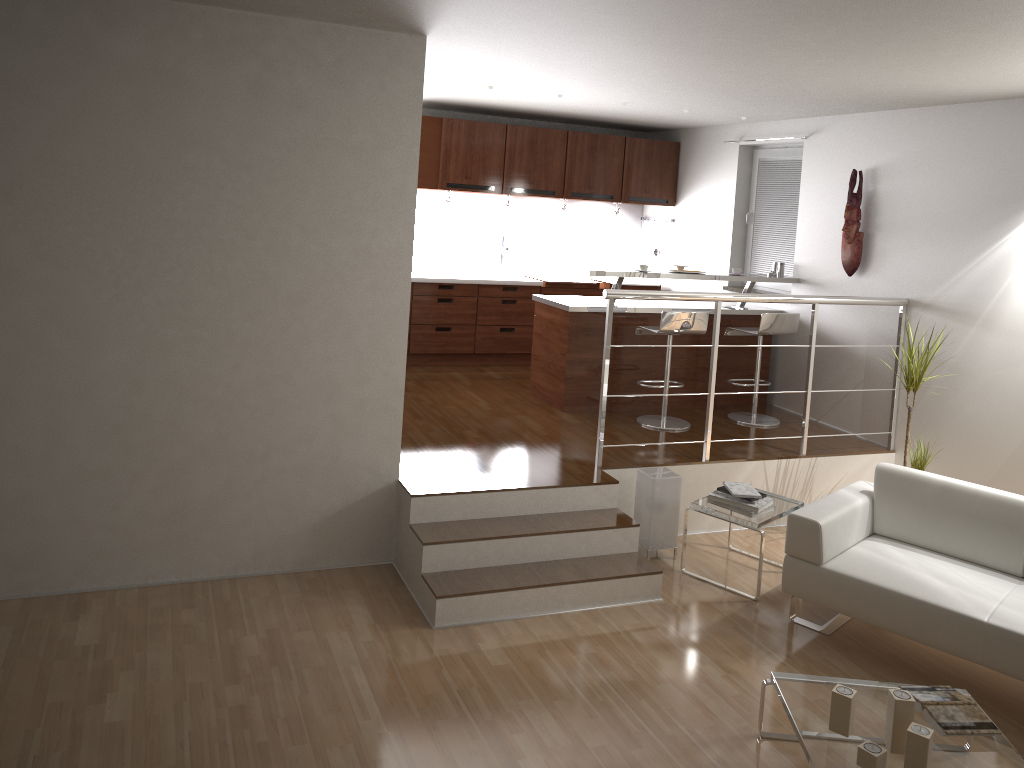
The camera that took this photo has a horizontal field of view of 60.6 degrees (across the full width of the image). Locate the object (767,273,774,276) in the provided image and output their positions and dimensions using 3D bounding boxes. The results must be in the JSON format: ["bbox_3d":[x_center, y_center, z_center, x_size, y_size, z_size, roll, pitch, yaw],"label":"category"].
[{"bbox_3d":[2.089,-0.885,7.076,0.050,0.019,0.052,0,11,-20],"label":"object"}]

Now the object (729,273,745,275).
[{"bbox_3d":[1.752,-0.860,6.869,0.130,0.008,0.142,-7,16,-42],"label":"object"}]

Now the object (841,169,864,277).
[{"bbox_3d":[2.496,-1.174,6.395,0.152,0.781,0.151,5,3,22],"label":"object"}]

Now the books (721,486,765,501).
[{"bbox_3d":[1.254,0.592,4.781,0.152,0.014,0.220,-7,16,-41],"label":"books"}]

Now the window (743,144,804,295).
[{"bbox_3d":[2.278,-1.411,7.479,0.142,1.252,0.857,3,6,-23],"label":"window"}]

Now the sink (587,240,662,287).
[{"bbox_3d":[1.102,-1.162,8.859,0.671,0.572,0.611,1,8,-22],"label":"sink"}]

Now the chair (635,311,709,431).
[{"bbox_3d":[1.126,-0.130,6.291,0.387,0.838,0.432,3,5,-18],"label":"chair"}]

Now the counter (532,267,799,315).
[{"bbox_3d":[1.299,-0.761,7.035,2.099,0.314,0.855,-1,12,-22],"label":"counter"}]

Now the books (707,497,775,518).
[{"bbox_3d":[1.250,0.653,4.784,0.228,0.027,0.292,-7,16,-42],"label":"books"}]

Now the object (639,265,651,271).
[{"bbox_3d":[0.985,-0.861,6.514,0.079,0.045,0.068,8,10,21],"label":"object"}]

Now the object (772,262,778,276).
[{"bbox_3d":[2.142,-0.935,7.115,0.052,0.108,0.053,0,6,-39],"label":"object"}]

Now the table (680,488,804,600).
[{"bbox_3d":[1.296,0.854,4.866,0.470,0.395,0.553,11,11,42],"label":"table"}]

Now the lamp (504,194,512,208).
[{"bbox_3d":[-0.042,-1.702,8.157,0.080,0.123,0.081,6,6,17],"label":"lamp"}]

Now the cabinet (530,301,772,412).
[{"bbox_3d":[1.133,-0.246,7.085,1.845,0.742,0.644,0,8,-22],"label":"cabinet"}]

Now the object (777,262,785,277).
[{"bbox_3d":[2.170,-0.923,7.063,0.052,0.110,0.053,0,6,-39],"label":"object"}]

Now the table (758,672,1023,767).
[{"bbox_3d":[1.327,1.321,2.987,0.794,0.246,0.714,4,11,2],"label":"table"}]

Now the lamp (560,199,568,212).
[{"bbox_3d":[0.494,-1.711,8.376,0.080,0.123,0.081,6,6,17],"label":"lamp"}]

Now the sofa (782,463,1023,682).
[{"bbox_3d":[2.253,0.941,3.938,1.807,0.729,0.910,13,12,42],"label":"sofa"}]

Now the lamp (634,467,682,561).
[{"bbox_3d":[0.834,0.746,5.045,0.192,0.475,0.201,2,4,-23],"label":"lamp"}]

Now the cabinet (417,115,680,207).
[{"bbox_3d":[0.271,-2.121,8.447,2.714,0.629,0.662,-1,9,-22],"label":"cabinet"}]

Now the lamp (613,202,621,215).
[{"bbox_3d":[1.030,-1.720,8.595,0.080,0.123,0.081,6,6,17],"label":"lamp"}]

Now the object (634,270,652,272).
[{"bbox_3d":[0.967,-0.840,6.513,0.129,0.008,0.143,0,12,-20],"label":"object"}]

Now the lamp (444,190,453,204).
[{"bbox_3d":[-0.579,-1.693,7.937,0.080,0.123,0.081,6,6,17],"label":"lamp"}]

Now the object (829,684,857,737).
[{"bbox_3d":[1.129,1.107,2.987,0.068,0.149,0.067,7,5,37],"label":"object"}]

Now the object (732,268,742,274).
[{"bbox_3d":[1.764,-0.883,6.875,0.079,0.045,0.068,6,9,14],"label":"object"}]

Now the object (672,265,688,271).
[{"bbox_3d":[1.305,-0.889,6.742,0.140,0.041,0.132,0,12,-21],"label":"object"}]

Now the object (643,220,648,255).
[{"bbox_3d":[1.389,-1.520,9.088,0.008,0.373,0.033,3,3,-23],"label":"object"}]

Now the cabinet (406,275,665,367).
[{"bbox_3d":[-0.188,-0.624,8.356,3.497,0.790,0.692,-1,8,-22],"label":"cabinet"}]

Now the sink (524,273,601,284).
[{"bbox_3d":[0.482,-0.965,8.619,0.599,0.197,0.612,-1,12,-22],"label":"sink"}]

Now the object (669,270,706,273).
[{"bbox_3d":[1.357,-0.869,6.774,0.308,0.010,0.222,0,12,-20],"label":"object"}]

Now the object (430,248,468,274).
[{"bbox_3d":[-0.597,-1.182,8.386,0.369,0.238,0.158,0,6,-22],"label":"object"}]

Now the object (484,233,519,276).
[{"bbox_3d":[-0.079,-1.260,8.542,0.329,0.401,0.166,1,5,-22],"label":"object"}]

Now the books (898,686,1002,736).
[{"bbox_3d":[1.549,1.156,3.110,0.203,0.055,0.298,2,11,-7],"label":"books"}]

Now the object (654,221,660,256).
[{"bbox_3d":[1.489,-1.476,8.878,0.043,0.361,0.092,3,3,-23],"label":"object"}]

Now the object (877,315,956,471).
[{"bbox_3d":[2.369,0.313,5.244,0.501,1.458,0.445,3,4,-10],"label":"object"}]

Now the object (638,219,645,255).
[{"bbox_3d":[1.351,-1.532,9.147,0.033,0.378,0.065,3,3,-23],"label":"object"}]

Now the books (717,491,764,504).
[{"bbox_3d":[1.253,0.606,4.782,0.219,0.014,0.153,13,14,36],"label":"books"}]

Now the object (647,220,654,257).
[{"bbox_3d":[1.428,-1.493,8.975,0.020,0.374,0.108,3,4,-23],"label":"object"}]

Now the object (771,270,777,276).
[{"bbox_3d":[2.110,-0.894,7.061,0.051,0.045,0.051,8,9,24],"label":"object"}]

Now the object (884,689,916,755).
[{"bbox_3d":[1.284,1.112,2.901,0.067,0.194,0.068,4,4,2],"label":"object"}]

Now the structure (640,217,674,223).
[{"bbox_3d":[1.480,-1.680,8.955,0.048,0.033,0.609,0,12,-22],"label":"structure"}]

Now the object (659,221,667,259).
[{"bbox_3d":[1.514,-1.440,8.756,0.024,0.378,0.072,3,3,-23],"label":"object"}]

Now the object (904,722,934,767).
[{"bbox_3d":[1.293,1.160,2.783,0.068,0.149,0.067,7,5,37],"label":"object"}]

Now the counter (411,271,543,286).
[{"bbox_3d":[-0.809,-0.990,8.073,2.099,0.039,0.694,-1,13,-22],"label":"counter"}]

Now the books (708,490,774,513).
[{"bbox_3d":[1.252,0.627,4.783,0.291,0.027,0.228,13,14,36],"label":"books"}]

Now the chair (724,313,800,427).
[{"bbox_3d":[1.861,-0.142,6.592,0.386,0.838,0.432,2,5,-27],"label":"chair"}]

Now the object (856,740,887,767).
[{"bbox_3d":[1.150,1.186,2.797,0.067,0.073,0.068,-1,9,-37],"label":"object"}]

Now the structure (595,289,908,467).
[{"bbox_3d":[1.580,-0.051,5.571,2.320,1.040,0.058,0,4,-22],"label":"structure"}]
